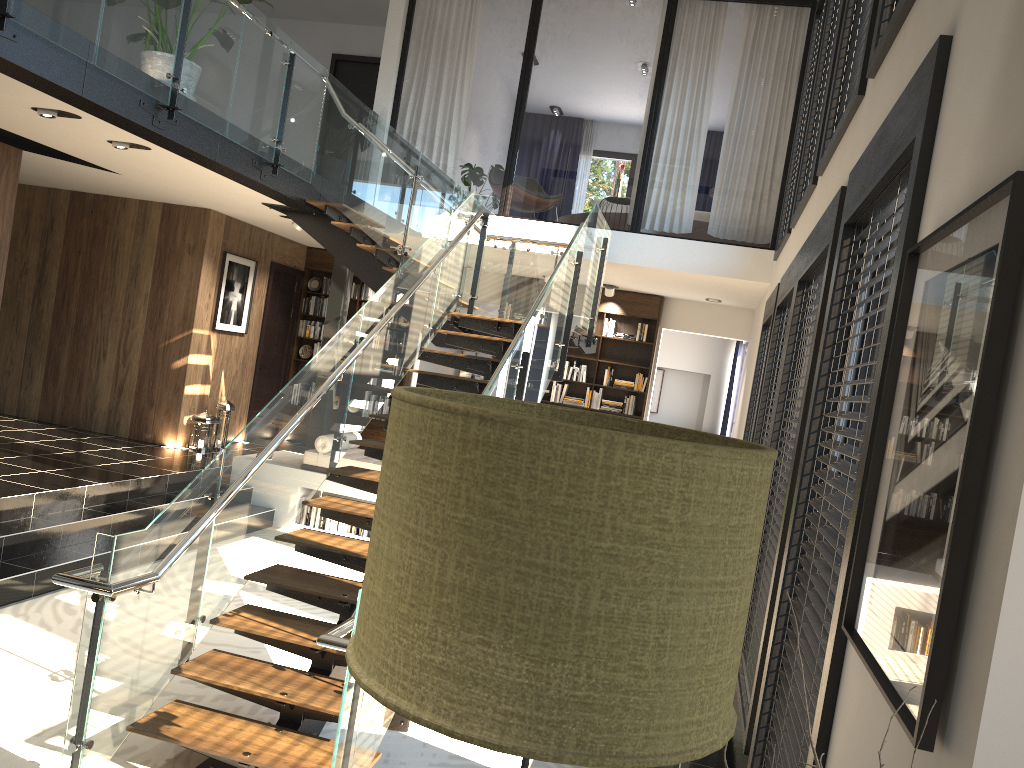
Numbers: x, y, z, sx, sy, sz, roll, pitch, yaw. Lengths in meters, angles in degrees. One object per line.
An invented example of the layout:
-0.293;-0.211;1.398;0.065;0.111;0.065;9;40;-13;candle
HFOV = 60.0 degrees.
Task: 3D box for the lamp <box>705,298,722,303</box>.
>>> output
2.474;-1.078;10.841;0.195;0.158;0.346;9;1;12;lamp

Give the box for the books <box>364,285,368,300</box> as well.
-1.957;-1.259;12.168;0.013;0.239;0.255;10;1;12;books

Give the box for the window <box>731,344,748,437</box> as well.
3.309;0.561;12.898;0.184;2.477;2.981;10;1;12;window

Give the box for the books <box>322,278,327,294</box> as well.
-2.573;-1.350;12.293;0.024;0.216;0.210;10;1;12;books

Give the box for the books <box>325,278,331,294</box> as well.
-2.524;-1.345;12.309;0.026;0.222;0.202;10;1;12;books

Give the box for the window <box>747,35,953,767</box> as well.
1.181;0.394;2.872;0.358;2.476;1.393;10;2;12;window

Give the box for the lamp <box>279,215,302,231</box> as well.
-2.321;-1.776;9.482;0.346;0.263;0.195;9;2;12;lamp

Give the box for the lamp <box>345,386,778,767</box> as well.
0.024;0.757;1.094;0.437;1.445;0.638;11;2;38;lamp

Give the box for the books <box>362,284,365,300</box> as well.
-1.987;-1.264;12.200;0.033;0.237;0.231;10;1;12;books

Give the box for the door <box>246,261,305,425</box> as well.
-3.189;-0.407;11.823;0.104;2.348;0.931;10;2;12;door

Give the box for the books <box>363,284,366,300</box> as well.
-1.970;-1.257;12.175;0.014;0.231;0.280;10;1;12;books

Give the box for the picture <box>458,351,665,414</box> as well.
0.811;-0.152;15.337;3.541;0.749;0.035;9;2;12;picture

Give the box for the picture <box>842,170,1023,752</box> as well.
0.796;0.130;1.739;0.028;0.911;0.748;10;2;12;picture

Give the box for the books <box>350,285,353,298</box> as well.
-2.196;-1.265;12.223;0.029;0.172;0.187;10;1;12;books

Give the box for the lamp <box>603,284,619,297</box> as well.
1.238;-1.222;11.107;0.195;0.277;0.346;10;1;12;lamp

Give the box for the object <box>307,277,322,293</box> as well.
-2.744;-1.380;12.328;0.212;0.222;0.082;9;2;12;object

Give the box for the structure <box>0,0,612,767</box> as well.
-1.506;-0.345;5.751;3.446;4.870;7.280;9;1;11;structure

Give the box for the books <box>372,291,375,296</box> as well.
-1.868;-1.229;12.193;0.027;0.207;0.203;10;1;12;books

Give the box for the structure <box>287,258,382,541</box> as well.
-0.841;0.107;9.482;3.780;3.246;1.149;9;2;12;structure

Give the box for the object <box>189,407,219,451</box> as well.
-3.521;0.507;10.127;0.262;0.484;0.262;10;2;12;object

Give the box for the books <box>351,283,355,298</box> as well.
-2.161;-1.280;12.235;0.027;0.212;0.180;10;2;12;books

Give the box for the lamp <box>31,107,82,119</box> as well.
-3.069;-1.877;5.989;0.346;0.177;0.195;9;1;12;lamp

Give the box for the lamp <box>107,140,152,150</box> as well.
-2.905;-1.864;6.748;0.346;0.177;0.195;9;1;12;lamp

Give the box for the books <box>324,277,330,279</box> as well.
-2.584;-1.361;12.333;0.017;0.234;0.200;10;2;12;books

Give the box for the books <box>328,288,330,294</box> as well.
-2.482;-1.335;12.307;0.059;0.216;0.159;10;2;12;books

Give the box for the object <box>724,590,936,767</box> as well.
0.333;0.662;1.059;0.608;0.745;0.406;8;2;-28;object

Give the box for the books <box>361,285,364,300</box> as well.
-2.019;-1.252;12.194;0.021;0.204;0.224;10;1;12;books

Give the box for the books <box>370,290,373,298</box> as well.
-1.893;-1.237;12.181;0.019;0.216;0.214;10;1;12;books

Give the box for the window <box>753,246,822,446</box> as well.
1.841;0.446;5.943;0.358;2.476;1.498;10;2;12;window

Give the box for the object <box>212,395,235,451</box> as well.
-3.364;0.448;10.329;0.182;0.643;0.182;10;2;12;object

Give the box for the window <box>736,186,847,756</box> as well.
1.527;0.421;4.481;0.358;2.476;1.498;10;2;12;window

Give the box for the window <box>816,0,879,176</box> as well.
1.970;-2.398;4.333;0.358;2.476;1.393;10;2;12;window

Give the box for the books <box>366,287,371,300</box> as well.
-1.914;-1.271;12.133;0.011;0.276;0.287;10;1;12;books

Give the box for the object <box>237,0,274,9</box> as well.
-2.504;-2.858;6.818;1.464;1.555;1.260;9;1;0;object

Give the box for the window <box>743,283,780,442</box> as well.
2.185;0.476;7.543;0.358;2.476;1.393;10;2;12;window

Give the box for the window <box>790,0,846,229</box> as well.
2.305;-2.372;5.893;0.358;2.476;1.393;10;2;12;window

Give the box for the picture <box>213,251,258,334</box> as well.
-3.295;-1.071;10.598;0.028;0.911;0.748;10;2;12;picture

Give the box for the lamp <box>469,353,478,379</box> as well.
-0.666;-0.199;15.396;0.470;0.726;0.470;9;2;4;lamp

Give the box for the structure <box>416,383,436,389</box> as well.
0.209;0.785;15.269;6.273;0.982;0.886;9;1;12;structure

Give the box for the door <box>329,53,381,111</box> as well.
-2.196;-3.306;12.159;0.930;2.348;0.104;10;2;12;door

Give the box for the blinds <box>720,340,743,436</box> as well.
3.340;0.460;13.812;0.161;2.771;1.080;10;2;11;blinds

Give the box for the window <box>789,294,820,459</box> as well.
1.908;0.457;5.920;0.005;2.298;1.313;10;2;12;window

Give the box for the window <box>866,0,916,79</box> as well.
1.636;-2.424;2.783;0.358;2.476;1.393;10;2;12;window

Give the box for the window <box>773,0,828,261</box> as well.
2.641;-2.346;7.453;0.358;2.476;1.393;10;2;12;window

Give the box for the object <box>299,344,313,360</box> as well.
-2.877;-0.443;12.378;0.212;0.222;0.082;9;2;12;object
